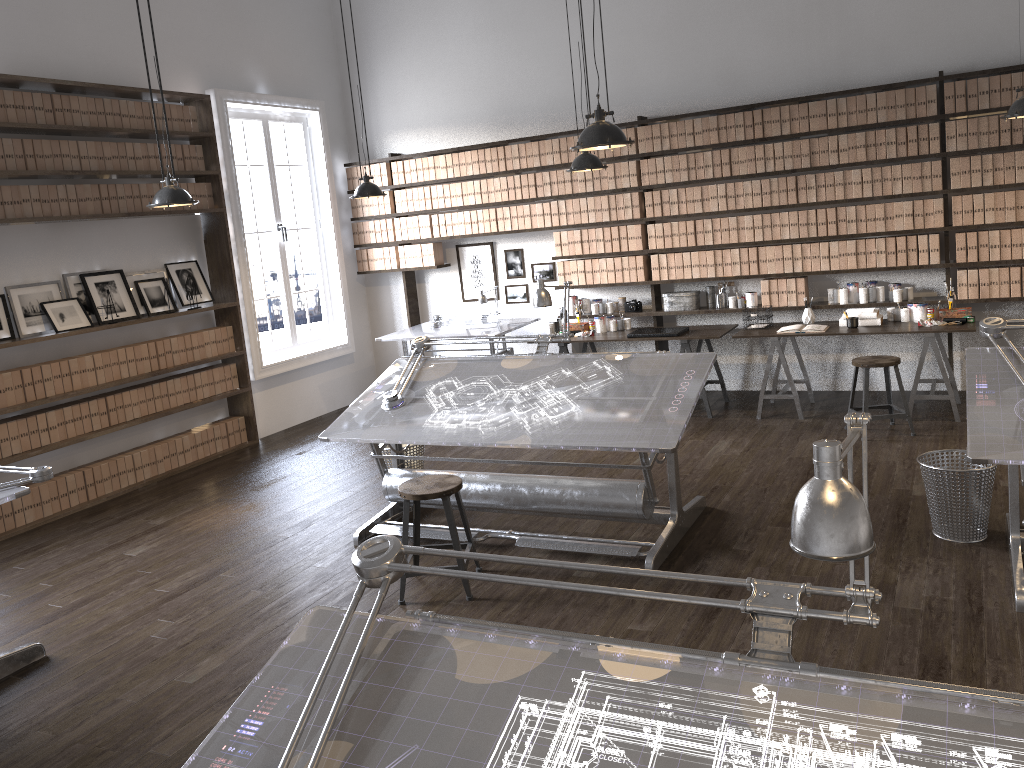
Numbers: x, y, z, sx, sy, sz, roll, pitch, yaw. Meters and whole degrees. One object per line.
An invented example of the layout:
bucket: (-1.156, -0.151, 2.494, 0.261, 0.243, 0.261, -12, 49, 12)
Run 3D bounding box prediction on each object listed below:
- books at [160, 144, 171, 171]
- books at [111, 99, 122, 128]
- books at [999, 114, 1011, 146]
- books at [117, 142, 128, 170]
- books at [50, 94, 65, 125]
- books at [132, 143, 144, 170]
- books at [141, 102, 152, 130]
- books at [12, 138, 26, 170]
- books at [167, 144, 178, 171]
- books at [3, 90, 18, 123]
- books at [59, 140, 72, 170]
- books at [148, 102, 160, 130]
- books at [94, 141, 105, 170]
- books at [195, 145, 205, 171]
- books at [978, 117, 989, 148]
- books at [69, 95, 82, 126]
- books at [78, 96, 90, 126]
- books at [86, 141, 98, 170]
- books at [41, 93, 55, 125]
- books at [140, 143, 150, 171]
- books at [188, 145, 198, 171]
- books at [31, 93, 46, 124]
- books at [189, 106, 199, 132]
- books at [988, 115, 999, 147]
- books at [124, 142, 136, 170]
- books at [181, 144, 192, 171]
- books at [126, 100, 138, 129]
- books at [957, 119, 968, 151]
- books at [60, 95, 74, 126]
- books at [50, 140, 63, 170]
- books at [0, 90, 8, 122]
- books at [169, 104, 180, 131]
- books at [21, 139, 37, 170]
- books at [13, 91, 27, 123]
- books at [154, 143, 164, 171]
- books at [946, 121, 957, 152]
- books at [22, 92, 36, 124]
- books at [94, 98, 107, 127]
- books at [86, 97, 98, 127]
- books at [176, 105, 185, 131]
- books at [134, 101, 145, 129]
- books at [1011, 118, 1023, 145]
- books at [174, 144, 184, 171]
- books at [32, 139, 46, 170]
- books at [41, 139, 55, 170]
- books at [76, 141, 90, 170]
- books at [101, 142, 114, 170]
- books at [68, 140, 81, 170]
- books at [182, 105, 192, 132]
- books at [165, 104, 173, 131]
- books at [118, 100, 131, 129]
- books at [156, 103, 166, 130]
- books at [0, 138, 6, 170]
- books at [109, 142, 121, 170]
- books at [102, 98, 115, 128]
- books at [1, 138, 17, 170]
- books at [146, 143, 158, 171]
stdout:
books: (-2.846, -1.808, 7.126, 0.174, 0.224, 0.067, -1, 9, 28)
books: (-3.056, -2.034, 6.720, 0.174, 0.224, 0.067, -1, 9, 27)
books: (3.563, -1.830, 6.401, 0.067, 0.224, 0.176, -2, 10, 28)
books: (-3.030, -1.722, 6.765, 0.174, 0.224, 0.067, -1, 9, 28)
books: (-3.278, -1.931, 6.291, 0.174, 0.224, 0.067, -1, 9, 28)
books: (-2.964, -1.752, 6.889, 0.174, 0.224, 0.067, -1, 9, 28)
books: (-2.933, -2.094, 6.973, 0.174, 0.224, 0.067, -1, 9, 27)
books: (-3.408, -1.546, 6.029, 0.174, 0.224, 0.067, -1, 9, 28)
books: (-2.810, -1.823, 7.186, 0.174, 0.224, 0.067, -1, 9, 27)
books: (-3.437, -1.856, 5.979, 0.174, 0.224, 0.067, -1, 9, 27)
books: (-3.245, -1.619, 6.333, 0.174, 0.224, 0.067, -1, 9, 27)
books: (-2.898, -2.108, 7.032, 0.174, 0.224, 0.067, -1, 9, 28)
books: (-3.122, -1.679, 6.583, 0.174, 0.224, 0.067, -1, 9, 27)
books: (-2.679, -1.885, 7.447, 0.174, 0.224, 0.067, -1, 9, 28)
books: (3.440, -1.830, 6.468, 0.066, 0.224, 0.176, -2, 10, 28)
books: (-3.214, -1.960, 6.413, 0.174, 0.224, 0.067, -1, 9, 27)
books: (-3.184, -1.976, 6.478, 0.174, 0.224, 0.067, -1, 9, 27)
books: (-3.149, -1.665, 6.527, 0.174, 0.224, 0.067, -1, 9, 27)
books: (-3.316, -1.915, 6.228, 0.174, 0.224, 0.067, -1, 9, 27)
books: (-2.937, -1.765, 6.945, 0.174, 0.224, 0.067, -1, 9, 28)
books: (-2.715, -1.869, 7.381, 0.174, 0.224, 0.067, -1, 9, 27)
books: (-3.344, -1.900, 6.163, 0.174, 0.224, 0.067, -1, 9, 27)
books: (-2.713, -2.195, 7.394, 0.174, 0.224, 0.067, -1, 9, 28)
books: (3.499, -1.831, 6.440, 0.066, 0.224, 0.176, -2, 10, 27)
books: (-2.995, -1.737, 6.825, 0.174, 0.224, 0.067, -1, 9, 27)
books: (-2.744, -1.854, 7.314, 0.174, 0.224, 0.067, -1, 9, 28)
books: (-2.994, -2.064, 6.849, 0.174, 0.224, 0.067, -1, 9, 28)
books: (3.318, -1.829, 6.527, 0.066, 0.224, 0.176, -2, 10, 28)
books: (-3.249, -1.947, 6.359, 0.174, 0.224, 0.067, -1, 9, 27)
books: (-3.277, -1.604, 6.270, 0.174, 0.224, 0.067, -1, 9, 28)
books: (-3.471, -1.842, 5.922, 0.174, 0.224, 0.067, -1, 9, 28)
books: (-2.806, -2.151, 7.209, 0.174, 0.224, 0.067, -1, 9, 28)
books: (-3.370, -1.561, 6.092, 0.174, 0.224, 0.067, -1, 9, 27)
books: (-3.412, -1.871, 6.041, 0.174, 0.224, 0.067, -1, 9, 28)
books: (-2.877, -1.793, 7.063, 0.174, 0.224, 0.067, -1, 9, 28)
books: (3.255, -1.829, 6.563, 0.066, 0.224, 0.176, -2, 10, 28)
books: (-3.380, -1.885, 6.103, 0.174, 0.224, 0.067, -1, 9, 28)
books: (-3.123, -2.005, 6.602, 0.174, 0.224, 0.067, -1, 9, 28)
books: (-3.156, -1.990, 6.541, 0.174, 0.224, 0.067, -1, 9, 28)
books: (-2.781, -2.165, 7.271, 0.174, 0.224, 0.067, -1, 9, 27)
books: (-2.966, -2.079, 6.912, 0.174, 0.224, 0.067, -1, 9, 27)
books: (3.632, -1.831, 6.371, 0.066, 0.224, 0.176, -2, 10, 27)
books: (-2.782, -1.838, 7.250, 0.174, 0.224, 0.067, -1, 9, 27)
books: (-3.341, -1.577, 6.160, 0.174, 0.224, 0.067, -1, 9, 28)
books: (-3.310, -1.591, 6.216, 0.174, 0.224, 0.067, -1, 9, 27)
books: (-3.180, -1.650, 6.463, 0.174, 0.224, 0.067, -1, 9, 28)
books: (-3.088, -1.692, 6.640, 0.174, 0.224, 0.067, -1, 9, 28)
books: (-3.215, -1.634, 6.398, 0.174, 0.224, 0.067, -1, 9, 27)
books: (-2.749, -2.180, 7.334, 0.174, 0.224, 0.067, -1, 9, 27)
books: (-2.840, -2.137, 7.153, 0.174, 0.224, 0.067, -1, 9, 27)
books: (-3.024, -2.049, 6.784, 0.174, 0.224, 0.067, -1, 9, 28)
books: (-2.867, -2.124, 7.097, 0.174, 0.224, 0.067, -1, 9, 27)
books: (-3.472, -1.516, 5.904, 0.174, 0.224, 0.067, -1, 9, 27)
books: (-3.063, -1.707, 6.704, 0.174, 0.224, 0.067, -1, 9, 28)
books: (-3.088, -2.021, 6.667, 0.174, 0.224, 0.067, -1, 9, 28)
books: (-3.436, -1.531, 5.964, 0.174, 0.224, 0.067, -1, 9, 28)
books: (-2.903, -1.779, 7.001, 0.174, 0.224, 0.067, -1, 9, 27)
